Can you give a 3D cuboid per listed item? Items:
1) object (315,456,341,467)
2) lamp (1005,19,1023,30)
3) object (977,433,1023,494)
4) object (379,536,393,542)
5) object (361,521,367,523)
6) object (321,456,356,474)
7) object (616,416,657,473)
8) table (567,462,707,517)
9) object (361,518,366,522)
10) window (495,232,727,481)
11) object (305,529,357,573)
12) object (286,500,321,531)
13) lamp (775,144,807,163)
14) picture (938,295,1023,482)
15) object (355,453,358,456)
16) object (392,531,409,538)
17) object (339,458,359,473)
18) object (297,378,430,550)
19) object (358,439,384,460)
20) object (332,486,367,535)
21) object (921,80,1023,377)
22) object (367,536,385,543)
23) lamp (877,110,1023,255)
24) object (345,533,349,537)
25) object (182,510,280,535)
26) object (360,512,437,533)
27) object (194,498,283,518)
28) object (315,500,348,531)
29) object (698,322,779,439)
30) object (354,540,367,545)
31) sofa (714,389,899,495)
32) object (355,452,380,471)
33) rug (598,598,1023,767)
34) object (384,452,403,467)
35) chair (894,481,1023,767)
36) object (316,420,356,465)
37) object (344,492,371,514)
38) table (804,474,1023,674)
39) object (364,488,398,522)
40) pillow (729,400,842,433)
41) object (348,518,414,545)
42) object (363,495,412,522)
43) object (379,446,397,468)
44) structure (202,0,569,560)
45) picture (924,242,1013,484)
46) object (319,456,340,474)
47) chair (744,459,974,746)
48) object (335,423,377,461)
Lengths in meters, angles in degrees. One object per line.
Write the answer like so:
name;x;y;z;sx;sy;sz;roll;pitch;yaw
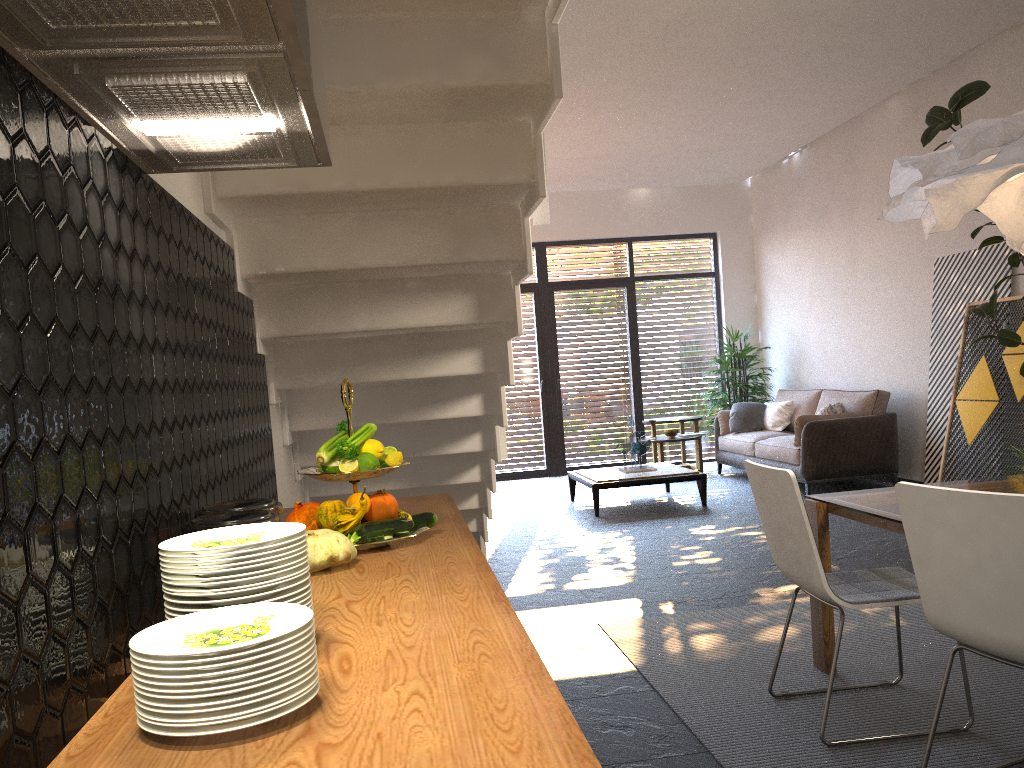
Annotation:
object;-0.475;0.190;2.307;0.079;0.069;0.059;-4;2;20
lamp;3.552;-2.590;6.076;0.253;0.066;0.644;-4;1;-8
object;1.804;0.246;2.776;0.531;0.368;0.667;-5;1;-13
object;-0.315;0.384;2.183;0.043;0.017;0.041;-4;1;23
object;-0.393;0.372;2.326;0.229;0.076;0.069;-5;2;-17
object;-0.426;0.211;2.210;0.100;0.062;0.075;-5;2;-26
object;0.744;-1.357;4.007;0.366;4.486;8.884;-4;1;4
table;1.156;0.977;8.396;1.048;0.308;1.114;-4;1;-8
object;-0.409;0.364;2.341;0.088;0.057;0.085;-3;2;33
window;0.430;-0.332;11.199;4.939;3.038;0.458;-4;4;-8
object;-0.449;0.373;1.988;0.189;0.083;0.196;-4;1;1
object;-0.519;0.346;2.257;0.111;0.111;0.113;-6;2;-32
lamp;3.026;-2.582;9.884;0.253;0.066;0.644;-4;1;-8
picture;3.650;0.162;6.399;0.386;1.610;1.494;-5;2;-8
object;-0.399;0.200;2.321;0.101;0.079;0.095;-5;2;-12
object;-0.280;0.378;2.231;0.042;0.014;0.043;-4;1;3
object;-0.397;0.207;2.169;0.049;0.050;0.052;-4;2;10
object;-0.405;0.198;2.258;0.351;0.427;0.351;-5;2;-14
object;-0.358;0.168;2.241;0.068;0.058;0.071;-5;2;-8
object;-0.384;0.304;2.140;0.125;0.121;0.061;-3;3;25
object;3.480;-0.616;5.255;0.905;3.209;2.011;-6;3;-30
object;-0.327;0.374;2.128;0.043;0.020;0.042;-3;1;44
lamp;1.548;-2.914;2.577;1.118;5.229;1.058;-4;3;3
object;-0.444;0.382;2.239;0.069;0.065;0.071;-3;2;22
object;-0.507;0.333;1.625;0.172;0.185;0.171;-2;3;41
object;-0.308;0.365;2.275;0.239;0.048;0.061;-5;2;-27
object;-0.548;0.335;1.802;0.171;0.185;0.172;-6;3;-30
object;-0.446;0.329;2.215;0.088;0.079;0.088;-3;2;27
object;2.713;0.132;10.668;0.975;1.728;0.914;-7;4;-42
object;-0.389;0.402;2.219;0.067;0.014;0.064;-5;1;-42
sofa;2.930;0.533;9.082;0.993;0.922;2.317;-5;1;-8
object;-0.361;0.198;2.194;0.065;0.060;0.062;-5;2;-12
rug;1.858;1.123;2.835;2.369;0.006;3.680;-4;0;-8
object;-0.300;0.193;2.258;0.045;0.041;0.047;-2;3;43
chair;1.431;0.702;2.383;0.600;0.922;0.474;-5;3;-22
object;-0.436;0.144;2.241;0.067;0.101;0.210;-4;1;7
object;-0.377;0.297;2.166;0.059;0.056;0.126;-5;1;-7
table;1.829;0.770;2.795;0.996;0.716;1.797;-4;1;-8
object;-0.332;0.310;2.245;0.087;0.093;0.085;-4;2;-3
pillow;2.786;0.357;9.091;0.618;0.344;1.890;-4;1;-8
object;-0.330;0.358;2.183;0.054;0.045;0.216;-3;1;39
object;-0.324;0.320;2.276;0.154;0.077;0.078;-4;2;27
object;-0.326;0.191;2.308;0.060;0.055;0.058;-3;2;26
structure;1.214;-2.988;1.522;4.231;8.334;8.444;-5;2;-8
picture;3.663;-0.058;7.155;0.207;2.025;0.955;-5;3;-8
object;-0.459;0.212;2.267;0.066;0.061;0.063;-4;2;1
chair;1.188;0.714;3.105;0.601;0.922;0.474;-5;3;-5
object;-0.383;0.144;2.217;0.056;0.082;0.180;-3;1;21
